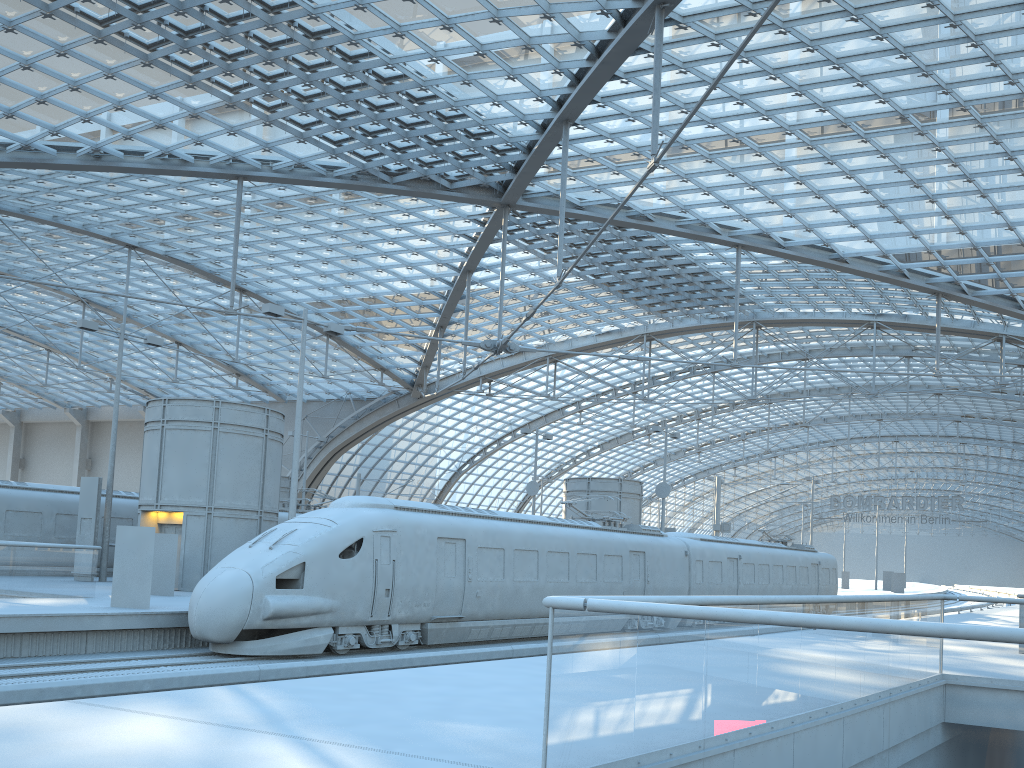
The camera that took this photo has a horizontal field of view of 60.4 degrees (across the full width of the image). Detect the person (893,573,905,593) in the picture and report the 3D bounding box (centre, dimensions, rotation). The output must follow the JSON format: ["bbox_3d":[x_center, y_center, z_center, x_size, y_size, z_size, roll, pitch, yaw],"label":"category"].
[{"bbox_3d":[31.624,16.283,71.772,0.828,1.718,0.001,-1,-5,37],"label":"person"}]

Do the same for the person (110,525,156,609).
[{"bbox_3d":[-7.684,3.740,17.843,0.874,1.692,0.001,2,-4,11],"label":"person"}]

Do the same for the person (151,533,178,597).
[{"bbox_3d":[-8.798,4.592,22.237,0.710,1.599,0.001,2,-4,16],"label":"person"}]

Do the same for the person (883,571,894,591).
[{"bbox_3d":[34.003,17.865,79.639,0.900,1.785,0.001,0,-5,32],"label":"person"}]

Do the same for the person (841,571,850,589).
[{"bbox_3d":[29.778,17.532,78.453,0.711,1.599,0.001,-1,-6,42],"label":"person"}]

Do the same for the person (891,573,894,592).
[{"bbox_3d":[32.942,17.006,75.197,0.876,1.692,0.001,-1,-5,37],"label":"person"}]
